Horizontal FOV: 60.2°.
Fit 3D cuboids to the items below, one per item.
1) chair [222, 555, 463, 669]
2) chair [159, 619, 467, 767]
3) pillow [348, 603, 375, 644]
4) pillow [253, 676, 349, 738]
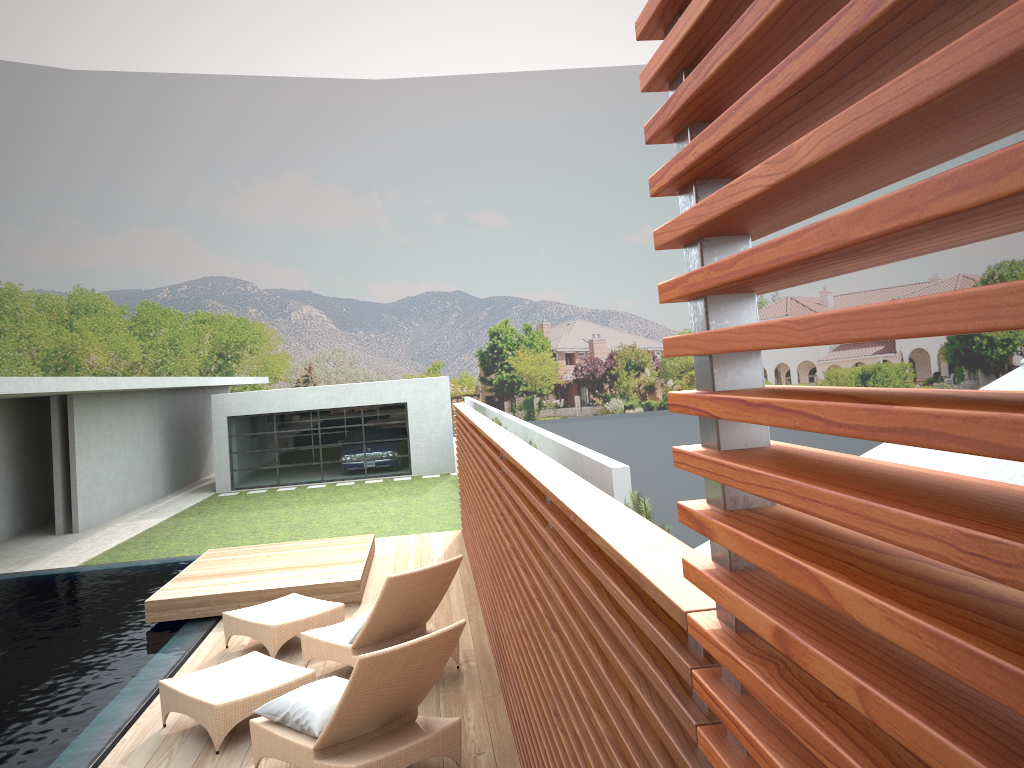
[{"bbox_3d":[-1.379,1.726,6.910,2.283,0.831,0.701,-4,-1,43],"label":"chair"},{"bbox_3d":[-1.260,1.745,5.237,2.283,0.831,0.701,-4,-1,44],"label":"chair"},{"bbox_3d":[-0.824,1.622,6.398,0.425,0.429,0.609,-6,-1,42],"label":"pillow"},{"bbox_3d":[-1.039,1.789,4.975,0.591,0.195,0.596,-4,1,40],"label":"pillow"}]
